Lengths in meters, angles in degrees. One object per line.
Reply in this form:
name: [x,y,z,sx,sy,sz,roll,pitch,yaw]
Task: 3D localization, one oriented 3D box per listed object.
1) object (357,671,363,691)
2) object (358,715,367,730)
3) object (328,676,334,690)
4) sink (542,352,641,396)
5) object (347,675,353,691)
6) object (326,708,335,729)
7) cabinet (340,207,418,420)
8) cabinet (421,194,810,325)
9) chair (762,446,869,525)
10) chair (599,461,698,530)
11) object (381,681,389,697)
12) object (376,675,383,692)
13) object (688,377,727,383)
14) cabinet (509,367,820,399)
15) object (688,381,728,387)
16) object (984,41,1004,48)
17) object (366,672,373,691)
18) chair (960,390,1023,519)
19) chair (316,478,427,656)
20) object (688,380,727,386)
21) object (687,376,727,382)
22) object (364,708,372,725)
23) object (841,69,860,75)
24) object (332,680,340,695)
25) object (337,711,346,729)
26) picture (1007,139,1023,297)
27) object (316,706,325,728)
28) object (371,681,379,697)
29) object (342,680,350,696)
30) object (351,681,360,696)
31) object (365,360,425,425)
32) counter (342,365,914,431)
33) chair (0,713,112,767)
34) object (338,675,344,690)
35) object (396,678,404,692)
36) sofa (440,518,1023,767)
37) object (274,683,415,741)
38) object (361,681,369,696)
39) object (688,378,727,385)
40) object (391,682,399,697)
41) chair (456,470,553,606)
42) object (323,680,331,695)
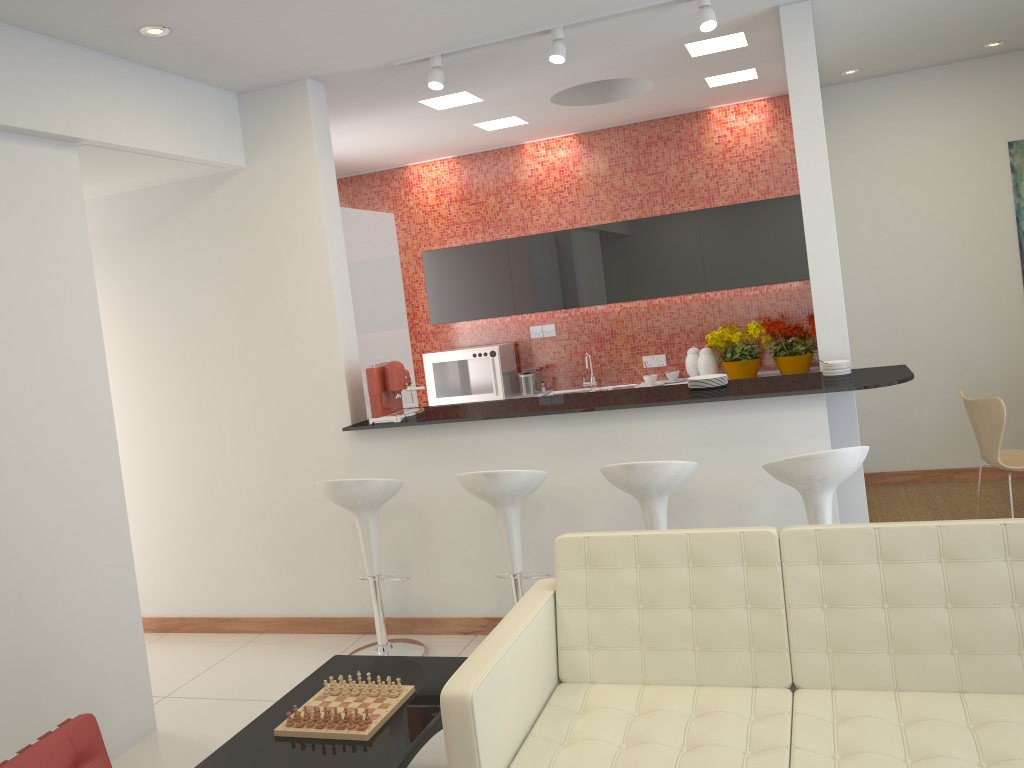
object: [-0.560,1.089,3.256,0.030,0.069,0.030,-6,2,27]
object: [-0.500,1.123,2.940,0.030,0.044,0.030,-6,3,27]
object: [-0.671,1.113,3.297,0.030,0.044,0.030,-6,3,27]
sink: [0.667,0.003,7.535,0.806,0.536,0.418,-6,3,19]
object: [-0.597,1.100,3.270,0.030,0.055,0.030,-6,3,27]
object: [-0.613,1.123,2.979,0.030,0.064,0.030,-6,3,27]
cabinet: [-1.615,0.187,6.047,1.634,2.519,1.061,-6,2,19]
cabinet: [0.811,-1.010,7.482,3.236,0.658,0.353,-5,3,19]
chair: [1.385,0.760,3.912,0.456,1.019,0.466,-7,2,6]
chair: [0.697,0.824,4.152,0.456,1.019,0.467,-6,3,31]
object: [-0.459,1.094,3.179,0.030,0.049,0.030,-6,3,27]
object: [-0.484,1.090,3.230,0.030,0.055,0.030,-6,3,27]
object: [1.049,-0.019,4.750,0.211,0.015,0.210,-10,6,-26]
cabinet: [0.610,0.642,6.541,3.328,0.982,2.507,-5,5,19]
object: [1.051,0.002,4.751,0.211,0.015,0.210,-10,6,-26]
object: [3.421,-2.410,6.284,0.130,0.010,0.129,-9,5,-25]
object: [-0.522,1.089,3.243,0.030,0.064,0.030,-6,3,27]
chair: [3.074,0.482,5.366,0.515,0.905,0.523,-7,2,4]
chair: [-0.733,0.957,4.658,0.456,1.019,0.467,-6,3,31]
object: [1.050,-0.005,4.750,0.211,0.015,0.210,-10,6,-26]
object: [1.048,-0.026,4.750,0.211,0.015,0.210,-10,6,-26]
object: [-0.487,1.115,2.977,0.030,0.049,0.030,-6,3,27]
object: [2.524,-2.327,6.601,0.130,0.010,0.129,-9,5,-25]
object: [-0.647,1.111,3.246,0.030,0.049,0.030,-6,3,27]
object: [-0.575,1.124,2.966,0.030,0.055,0.030,-6,3,27]
picture: [4.600,-1.136,6.336,1.735,1.504,0.020,-6,2,19]
object: [-0.651,1.124,2.992,0.030,0.069,0.030,-6,2,27]
object: [-0.497,1.097,3.193,0.030,0.049,0.030,-6,3,27]
object: [-0.609,1.108,3.232,0.030,0.049,0.030,-6,3,27]
object: [-0.572,1.104,3.219,0.030,0.049,0.030,-6,3,27]
object: [-0.615,0.028,5.019,0.320,0.336,0.322,-6,3,20]
counter: [0.561,0.081,4.798,2.958,0.019,0.739,-5,5,19]
chair: [-0.945,1.313,2.041,0.705,0.815,0.703,-6,3,15]
object: [-0.634,1.105,3.283,0.030,0.052,0.030,-7,3,12]
object: [-0.408,1.088,3.204,0.030,0.044,0.030,-6,3,27]
sofa: [1.185,0.952,2.473,2.559,0.921,1.005,-5,4,19]
object: [-0.581,1.149,3.119,0.359,0.021,0.362,-5,5,19]
object: [-0.534,1.101,3.206,0.030,0.049,0.030,-6,3,27]
object: [1.049,-0.012,4.750,0.211,0.015,0.210,-10,6,-26]
object: [-0.422,1.090,3.166,0.030,0.049,0.030,-6,3,27]
chair: [0.011,0.888,4.394,0.456,1.019,0.467,-6,3,31]
object: [-0.684,1.115,3.259,0.030,0.049,0.030,-6,3,27]
